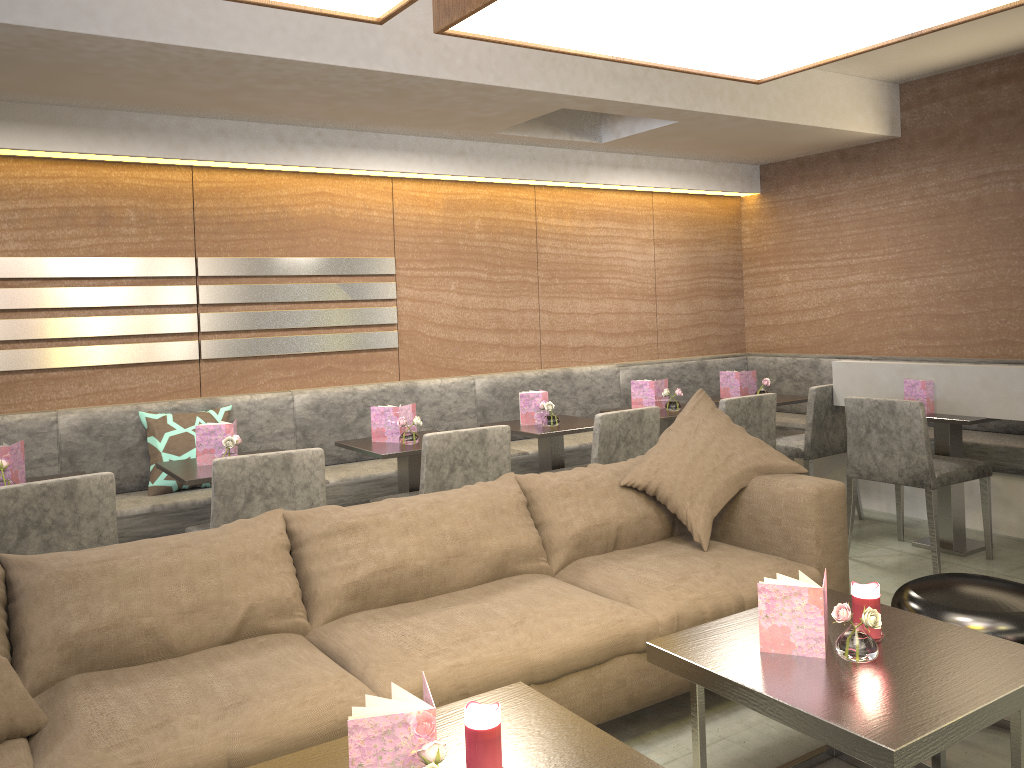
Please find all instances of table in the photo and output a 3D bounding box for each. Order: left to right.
[{"bbox_3d":[-1.723,0.698,3.091,0.507,0.654,0.506,-3,2,-33],"label":"table"},{"bbox_3d":[-1.082,0.639,3.510,0.507,0.654,0.506,-3,2,-33],"label":"table"},{"bbox_3d":[-0.441,0.580,3.929,0.507,0.654,0.506,-3,2,-33],"label":"table"},{"bbox_3d":[-0.068,0.894,1.471,0.659,0.411,0.658,-4,4,-33],"label":"table"},{"bbox_3d":[0.200,0.521,4.348,0.507,0.654,0.506,-3,2,-33],"label":"table"},{"bbox_3d":[0.841,0.462,4.767,0.507,0.654,0.506,-3,2,-33],"label":"table"},{"bbox_3d":[1.423,0.408,5.147,0.507,0.654,0.506,-3,2,-33],"label":"table"},{"bbox_3d":[0.783,0.816,2.028,0.659,0.411,0.658,-4,4,-33],"label":"table"},{"bbox_3d":[2.110,0.458,4.259,0.507,0.654,0.506,-3,2,-33],"label":"table"}]

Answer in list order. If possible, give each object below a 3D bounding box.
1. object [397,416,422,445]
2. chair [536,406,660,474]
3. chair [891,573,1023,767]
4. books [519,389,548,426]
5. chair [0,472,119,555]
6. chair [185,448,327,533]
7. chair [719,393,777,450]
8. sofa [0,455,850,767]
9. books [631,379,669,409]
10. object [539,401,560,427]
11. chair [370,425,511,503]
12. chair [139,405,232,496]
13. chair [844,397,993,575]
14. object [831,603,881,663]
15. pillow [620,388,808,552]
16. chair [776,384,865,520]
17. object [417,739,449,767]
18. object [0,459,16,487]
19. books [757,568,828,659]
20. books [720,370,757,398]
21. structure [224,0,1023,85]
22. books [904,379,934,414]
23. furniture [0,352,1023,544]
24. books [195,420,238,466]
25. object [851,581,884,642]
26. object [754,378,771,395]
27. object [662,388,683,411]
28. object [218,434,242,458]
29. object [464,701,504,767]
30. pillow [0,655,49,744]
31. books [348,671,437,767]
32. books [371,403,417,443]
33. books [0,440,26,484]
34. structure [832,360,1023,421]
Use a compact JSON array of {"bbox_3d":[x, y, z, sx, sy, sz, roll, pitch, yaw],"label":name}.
[{"bbox_3d":[-0.444,0.199,3.843,0.101,0.125,0.095,-1,2,21],"label":"object"},{"bbox_3d":[0.392,0.484,4.075,0.478,0.761,0.492,-3,2,-37],"label":"chair"},{"bbox_3d":[1.236,0.754,2.339,0.422,0.450,0.424,0,3,38],"label":"chair"},{"bbox_3d":[0.092,0.119,4.392,0.143,0.164,0.158,-3,3,-13],"label":"books"},{"bbox_3d":[-1.524,0.660,2.823,0.478,0.761,0.492,-3,2,-41],"label":"chair"},{"bbox_3d":[-0.917,0.603,3.235,0.477,0.761,0.492,-3,2,-26],"label":"chair"},{"bbox_3d":[1.037,0.426,4.474,0.478,0.761,0.492,-3,2,-34],"label":"chair"},{"bbox_3d":[0.373,0.776,1.135,3.186,0.674,3.769,-5,6,-33],"label":"sofa"},{"bbox_3d":[0.753,0.058,4.824,0.143,0.164,0.158,0,3,37],"label":"books"},{"bbox_3d":[0.185,0.141,4.258,0.096,0.125,0.105,-3,3,-33],"label":"object"},{"bbox_3d":[-0.273,0.544,3.648,0.478,0.761,0.492,-3,2,-31],"label":"chair"},{"bbox_3d":[-1.472,0.308,4.062,0.427,0.395,0.219,-4,2,-32],"label":"chair"},{"bbox_3d":[1.856,0.429,4.086,0.493,0.761,0.477,-3,2,-35],"label":"chair"},{"bbox_3d":[0.772,0.550,1.981,0.106,0.129,0.095,-1,2,17],"label":"object"},{"bbox_3d":[0.672,0.280,3.059,0.621,0.512,0.299,-3,2,-19],"label":"pillow"},{"bbox_3d":[1.595,0.370,4.894,0.478,0.761,0.492,-3,2,-36],"label":"chair"},{"bbox_3d":[-0.118,0.633,1.378,0.091,0.132,0.102,-1,2,22],"label":"object"},{"bbox_3d":[-1.733,0.318,2.999,0.094,0.125,0.108,-2,2,10],"label":"object"},{"bbox_3d":[0.664,0.533,2.083,0.143,0.164,0.158,-1,3,22],"label":"books"},{"bbox_3d":[1.335,0.004,5.214,0.158,0.164,0.143,-4,3,-38],"label":"books"},{"bbox_3d":[0.407,-1.090,1.082,2.451,0.617,2.444,-5,5,-33],"label":"structure"},{"bbox_3d":[2.014,0.057,4.276,0.157,0.164,0.143,-3,2,-18],"label":"books"},{"bbox_3d":[0.524,0.512,3.120,5.659,0.852,4.260,-5,6,-33],"label":"furniture"},{"bbox_3d":[-1.186,0.236,3.557,0.143,0.164,0.158,-3,3,-13],"label":"books"},{"bbox_3d":[0.840,0.537,2.097,0.075,0.128,0.076,-2,2,19],"label":"object"},{"bbox_3d":[1.437,0.026,5.072,0.097,0.125,0.100,-1,2,27],"label":"object"},{"bbox_3d":[0.850,0.081,4.683,0.106,0.125,0.093,-2,2,-1],"label":"object"},{"bbox_3d":[-1.096,0.259,3.424,0.092,0.125,0.110,-2,2,0],"label":"object"},{"bbox_3d":[-0.049,0.619,1.523,0.075,0.128,0.076,-1,2,29],"label":"object"},{"bbox_3d":[-1.137,0.601,1.740,0.235,0.322,0.381,-2,3,12],"label":"pillow"},{"bbox_3d":[-0.210,0.613,1.514,0.143,0.164,0.158,-3,3,-13],"label":"books"},{"bbox_3d":[-0.531,0.176,3.984,0.143,0.164,0.158,-1,3,22],"label":"books"},{"bbox_3d":[-1.830,0.296,3.135,0.143,0.164,0.158,-3,3,-13],"label":"books"},{"bbox_3d":[2.413,0.055,3.652,0.095,0.231,2.490,-3,4,-33],"label":"structure"}]
